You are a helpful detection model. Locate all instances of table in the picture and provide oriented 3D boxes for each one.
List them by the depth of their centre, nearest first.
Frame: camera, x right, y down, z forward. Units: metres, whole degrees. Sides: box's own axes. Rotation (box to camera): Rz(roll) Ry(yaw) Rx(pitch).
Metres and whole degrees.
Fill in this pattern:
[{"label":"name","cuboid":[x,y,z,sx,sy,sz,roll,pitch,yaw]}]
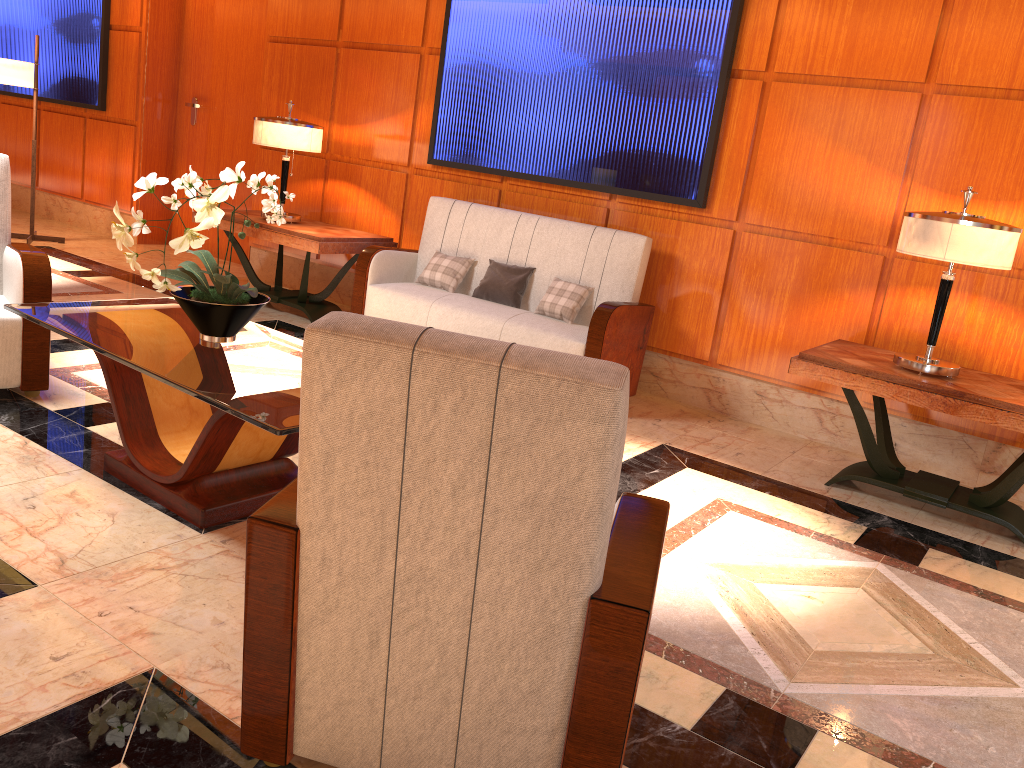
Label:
[{"label":"table","cuboid":[-1.031,0.113,3.067,1.568,0.492,0.724,18,17,35]},{"label":"table","cuboid":[1.910,0.263,3.925,1.277,0.602,0.728,17,16,32]},{"label":"table","cuboid":[-1.535,-0.816,6.157,1.277,0.602,0.728,17,16,32]}]

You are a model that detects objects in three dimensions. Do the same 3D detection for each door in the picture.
[{"label":"door","cuboid":[-2.514,-2.373,7.538,1.545,2.629,0.341,17,15,32]}]

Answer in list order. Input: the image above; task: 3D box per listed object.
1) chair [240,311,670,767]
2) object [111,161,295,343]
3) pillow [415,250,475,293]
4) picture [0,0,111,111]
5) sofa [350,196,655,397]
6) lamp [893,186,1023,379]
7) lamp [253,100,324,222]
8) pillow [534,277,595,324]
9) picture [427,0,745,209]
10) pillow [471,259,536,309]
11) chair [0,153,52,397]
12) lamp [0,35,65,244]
[{"label":"chair","cuboid":[-0.076,0.328,1.798,0.739,0.953,0.633,11,13,11]},{"label":"object","cuboid":[-1.017,-0.458,3.059,0.418,0.612,0.794,11,14,9]},{"label":"pillow","cuboid":[-0.422,-0.704,5.539,0.346,0.225,0.195,19,17,36]},{"label":"picture","cuboid":[-4.424,-3.429,8.417,2.006,1.440,0.057,17,15,32]},{"label":"sofa","cuboid":[-0.079,-0.554,5.272,1.808,0.925,0.614,17,16,32]},{"label":"lamp","cuboid":[1.861,-0.441,3.791,0.462,0.803,0.459,20,17,40]},{"label":"lamp","cuboid":[-1.527,-1.511,5.985,0.458,0.787,0.463,7,13,-5]},{"label":"pillow","cuboid":[0.293,-0.472,5.069,0.275,0.228,0.203,18,16,34]},{"label":"picture","cuboid":[0.358,-1.930,5.320,2.006,1.440,0.057,17,15,32]},{"label":"pillow","cuboid":[-0.050,-0.605,5.331,0.359,0.251,0.161,16,15,28]},{"label":"chair","cuboid":[-2.342,-0.473,3.619,0.738,0.953,0.633,-2,16,-37]},{"label":"lamp","cuboid":[-3.953,-1.984,7.197,0.361,1.647,0.529,13,13,22]}]
